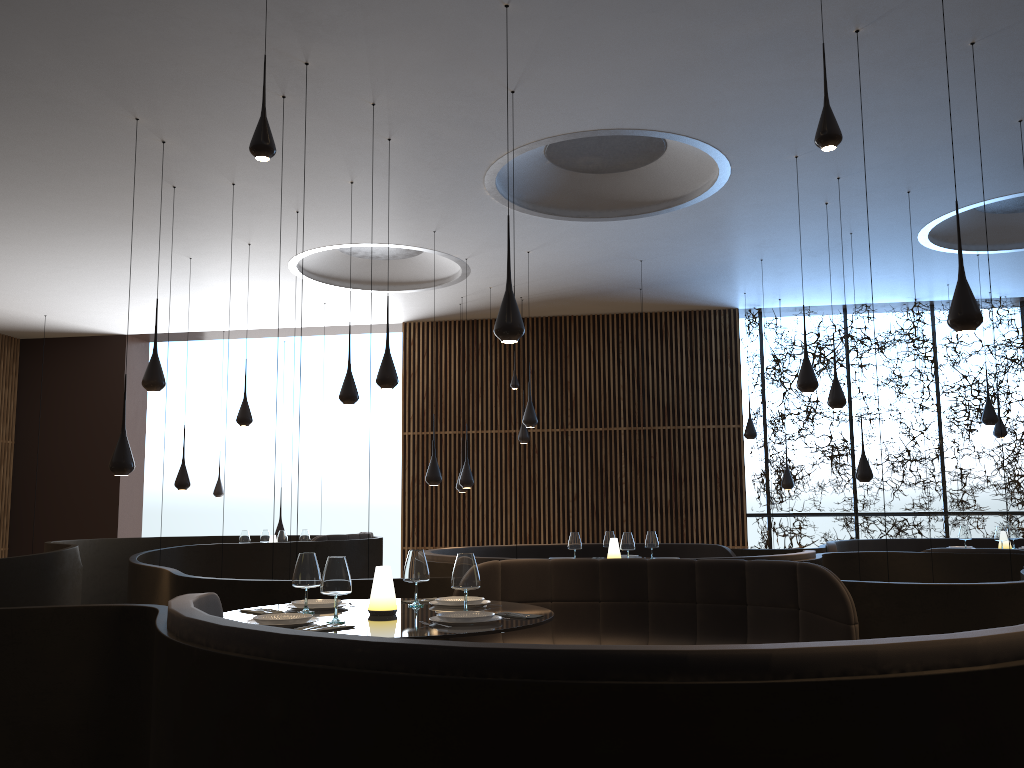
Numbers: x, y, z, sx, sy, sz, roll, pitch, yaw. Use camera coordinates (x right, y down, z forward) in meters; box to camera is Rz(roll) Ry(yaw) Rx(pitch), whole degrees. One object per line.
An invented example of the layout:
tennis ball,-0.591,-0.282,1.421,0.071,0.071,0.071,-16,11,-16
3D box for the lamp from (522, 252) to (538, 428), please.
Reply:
lamp,0.216,-0.565,11.078,0.196,2.217,0.196,-1,-7,4

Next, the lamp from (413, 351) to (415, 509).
lamp,-1.555,2.577,13.943,0.196,6.256,0.196,2,-7,-16

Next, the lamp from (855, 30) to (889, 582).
lamp,2.406,0.673,5.743,0.196,6.256,0.196,-7,-9,43

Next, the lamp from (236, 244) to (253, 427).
lamp,-3.190,-0.597,10.667,0.196,2.217,0.196,-7,-9,43

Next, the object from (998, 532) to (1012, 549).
object,5.883,1.872,10.587,0.144,0.231,0.143,1,-7,-11

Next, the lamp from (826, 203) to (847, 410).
lamp,3.391,-0.837,9.398,0.196,2.217,0.196,-7,-9,43

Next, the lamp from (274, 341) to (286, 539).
lamp,-3.351,0.837,12.932,0.196,2.952,0.196,5,-8,-36

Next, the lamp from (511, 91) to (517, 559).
lamp,0.032,0.815,6.583,0.196,6.256,0.196,-7,-9,43

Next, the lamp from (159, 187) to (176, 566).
lamp,-3.367,1.129,8.533,0.196,6.256,0.196,-7,-9,43

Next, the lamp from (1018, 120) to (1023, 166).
lamp,4.338,-1.138,7.417,0.196,2.217,0.196,-7,-9,43

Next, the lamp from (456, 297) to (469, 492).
lamp,-0.750,0.141,13.347,0.196,2.952,0.196,0,-7,-6

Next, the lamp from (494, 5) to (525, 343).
lamp,-0.025,-1.363,5.645,0.196,2.217,0.196,5,-8,-36

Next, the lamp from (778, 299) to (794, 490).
lamp,4.181,0.144,13.644,0.196,2.952,0.196,-7,-9,43

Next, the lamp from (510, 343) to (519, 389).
lamp,0.034,-0.676,12.793,0.133,1.504,0.133,-1,-7,4

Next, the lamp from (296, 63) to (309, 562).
lamp,-1.478,0.760,6.124,0.196,6.256,0.196,0,-7,-6

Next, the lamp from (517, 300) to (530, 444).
lamp,0.172,-0.201,13.585,0.196,2.217,0.196,-5,-8,34

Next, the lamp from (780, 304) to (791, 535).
lamp,4.213,1.790,13.472,0.196,6.256,0.196,-5,-8,34

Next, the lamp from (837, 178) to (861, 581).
lamp,3.272,1.061,8.441,0.196,6.256,0.196,-7,-9,43

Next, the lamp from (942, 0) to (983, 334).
lamp,2.707,-1.411,5.439,0.196,2.217,0.196,-7,-9,43

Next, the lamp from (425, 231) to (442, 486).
lamp,-0.896,-0.319,10.203,0.196,2.952,0.196,3,-8,-26

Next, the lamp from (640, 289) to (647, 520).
lamp,1.929,1.702,12.740,0.196,6.256,0.196,2,-7,-16

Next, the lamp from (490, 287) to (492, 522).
lamp,-0.290,1.698,12.592,0.196,6.256,0.196,-6,-9,36

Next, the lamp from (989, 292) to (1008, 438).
lamp,7.281,-0.292,13.361,0.196,2.217,0.196,-5,-8,34

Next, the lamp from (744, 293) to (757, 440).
lamp,3.535,-0.272,13.287,0.196,2.217,0.196,-7,-9,43

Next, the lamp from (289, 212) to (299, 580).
lamp,-2.313,1.231,9.294,0.196,6.256,0.196,-2,-7,14

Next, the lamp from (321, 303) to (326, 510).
lamp,-2.899,1.849,13.480,0.196,6.256,0.196,2,-7,-16

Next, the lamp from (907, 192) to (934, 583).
lamp,4.148,1.112,8.840,0.196,6.256,0.196,-7,-9,43

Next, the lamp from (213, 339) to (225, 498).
lamp,-5.158,0.526,15.731,0.196,2.952,0.196,-5,-8,34

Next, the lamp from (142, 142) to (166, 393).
lamp,-3.067,-1.034,7.695,0.196,2.217,0.196,-7,-9,43

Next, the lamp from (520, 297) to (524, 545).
lamp,0.164,1.781,13.185,0.196,6.256,0.196,-2,-7,16

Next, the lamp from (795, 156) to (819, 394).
lamp,2.664,-1.019,8.143,0.196,2.217,0.196,-7,-9,43

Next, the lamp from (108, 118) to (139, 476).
lamp,-3.108,-0.740,7.203,0.196,2.952,0.196,-2,-7,14

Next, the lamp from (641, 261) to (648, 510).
lamp,1.723,1.489,11.273,0.196,6.256,0.196,5,-8,-36

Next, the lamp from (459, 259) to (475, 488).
lamp,-0.581,-0.157,11.324,0.196,2.952,0.196,5,-8,-36

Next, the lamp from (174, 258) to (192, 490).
lamp,-4.110,-0.147,11.198,0.196,2.952,0.196,-7,-9,43

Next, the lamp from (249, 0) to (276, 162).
lamp,-1.258,-1.876,4.535,0.133,1.504,0.133,-1,-7,4

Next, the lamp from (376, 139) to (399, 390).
lamp,-1.073,-1.055,7.688,0.196,2.217,0.196,-1,-7,4

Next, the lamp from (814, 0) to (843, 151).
lamp,1.561,-1.911,4.474,0.133,1.504,0.133,-1,-7,4

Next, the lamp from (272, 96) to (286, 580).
lamp,-1.778,0.838,6.635,0.196,6.256,0.196,0,-7,-6

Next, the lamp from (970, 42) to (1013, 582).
lamp,3.292,0.691,5.916,0.196,6.256,0.196,-7,-9,43

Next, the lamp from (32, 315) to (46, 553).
lamp,-5.916,2.234,10.915,0.196,6.256,0.196,-3,-7,24

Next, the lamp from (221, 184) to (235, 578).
lamp,-2.752,1.114,8.469,0.196,6.256,0.196,-2,-7,14

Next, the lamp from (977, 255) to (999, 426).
lamp,6.057,-0.573,11.375,0.196,2.217,0.196,0,-7,-6

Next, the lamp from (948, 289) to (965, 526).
lamp,6.427,1.651,12.643,0.196,6.256,0.196,-5,-8,34

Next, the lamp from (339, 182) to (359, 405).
lamp,-1.584,-0.901,8.688,0.196,2.217,0.196,-2,-7,14

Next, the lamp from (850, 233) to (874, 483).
lamp,4.058,-0.330,10.403,0.196,2.952,0.196,-1,-7,4

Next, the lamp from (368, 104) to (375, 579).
lamp,-1.091,0.852,6.774,0.196,6.256,0.196,-5,-8,34

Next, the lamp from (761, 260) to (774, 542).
lamp,3.308,1.477,11.281,0.196,6.256,0.196,5,-8,-36
